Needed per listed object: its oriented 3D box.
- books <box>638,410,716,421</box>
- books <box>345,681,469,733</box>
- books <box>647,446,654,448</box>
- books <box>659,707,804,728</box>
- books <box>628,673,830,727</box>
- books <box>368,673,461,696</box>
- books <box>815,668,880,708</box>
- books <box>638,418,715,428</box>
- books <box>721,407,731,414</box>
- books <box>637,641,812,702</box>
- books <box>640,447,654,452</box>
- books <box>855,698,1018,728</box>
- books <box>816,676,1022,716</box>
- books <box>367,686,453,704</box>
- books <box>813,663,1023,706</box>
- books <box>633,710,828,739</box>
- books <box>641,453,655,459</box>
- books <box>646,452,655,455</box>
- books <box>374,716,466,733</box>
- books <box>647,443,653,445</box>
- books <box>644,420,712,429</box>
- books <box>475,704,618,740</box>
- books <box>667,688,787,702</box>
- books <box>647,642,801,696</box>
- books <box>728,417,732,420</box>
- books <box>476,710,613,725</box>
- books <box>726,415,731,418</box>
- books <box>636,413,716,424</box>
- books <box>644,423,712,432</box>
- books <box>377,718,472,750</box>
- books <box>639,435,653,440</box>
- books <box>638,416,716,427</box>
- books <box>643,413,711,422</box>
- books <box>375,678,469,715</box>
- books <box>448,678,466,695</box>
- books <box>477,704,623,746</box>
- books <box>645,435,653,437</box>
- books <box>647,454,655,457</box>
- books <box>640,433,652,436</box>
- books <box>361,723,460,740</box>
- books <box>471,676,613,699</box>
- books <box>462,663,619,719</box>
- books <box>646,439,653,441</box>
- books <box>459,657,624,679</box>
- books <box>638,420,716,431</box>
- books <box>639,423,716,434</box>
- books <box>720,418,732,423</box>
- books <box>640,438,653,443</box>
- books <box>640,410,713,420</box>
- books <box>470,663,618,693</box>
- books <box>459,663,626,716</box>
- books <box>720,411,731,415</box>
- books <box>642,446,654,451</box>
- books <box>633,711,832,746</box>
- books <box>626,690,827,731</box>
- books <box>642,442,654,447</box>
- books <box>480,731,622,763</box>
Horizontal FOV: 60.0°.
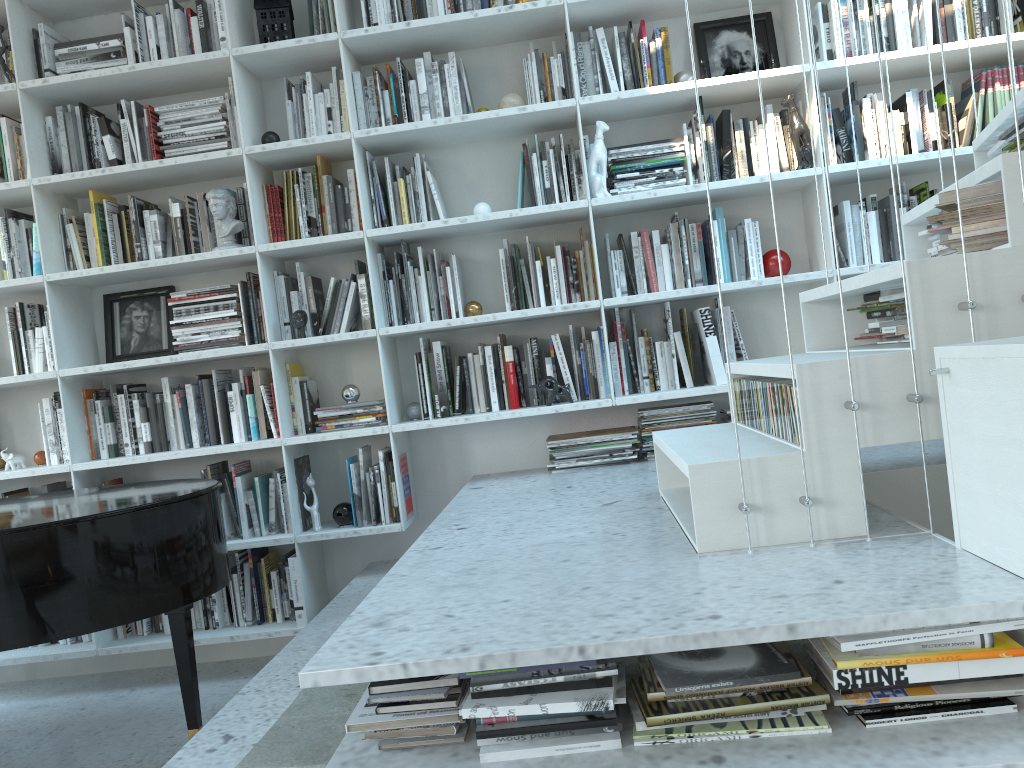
[{"bbox_3d":[0.637,0.121,3.452,0.285,0.005,0.159,-7,1,1],"label":"books"},{"bbox_3d":[-0.167,0.536,1.559,0.184,0.014,0.297,-7,1,3],"label":"books"},{"bbox_3d":[0.650,0.225,3.453,0.254,0.007,0.161,-7,1,0],"label":"books"},{"bbox_3d":[0.336,0.496,1.416,0.214,0.015,0.177,-7,1,5],"label":"books"},{"bbox_3d":[0.333,0.481,1.401,0.273,0.014,0.187,-7,1,-1],"label":"books"},{"bbox_3d":[-0.156,0.489,1.556,0.149,0.014,0.228,-7,1,2],"label":"books"},{"bbox_3d":[0.633,0.464,1.407,0.262,0.016,0.132,-7,1,-1],"label":"books"},{"bbox_3d":[0.638,0.148,3.458,0.285,0.005,0.159,-7,1,5],"label":"books"},{"bbox_3d":[1.004,0.083,3.427,0.368,0.007,0.205,-7,1,6],"label":"books"},{"bbox_3d":[0.331,0.457,1.417,0.245,0.013,0.172,-7,1,3],"label":"books"},{"bbox_3d":[0.650,0.239,3.453,0.285,0.007,0.159,-7,1,0],"label":"books"},{"bbox_3d":[0.634,0.487,1.392,0.220,0.011,0.177,-7,1,2],"label":"books"},{"bbox_3d":[0.634,0.477,1.401,0.259,0.009,0.152,-7,1,1],"label":"books"},{"bbox_3d":[-0.151,0.500,1.556,0.132,0.009,0.269,-7,1,8],"label":"books"},{"bbox_3d":[0.630,0.453,1.381,0.281,0.008,0.181,-7,1,9],"label":"books"},{"bbox_3d":[0.338,0.520,1.412,0.287,0.005,0.165,-7,1,9],"label":"books"},{"bbox_3d":[0.654,0.266,3.464,0.285,0.007,0.159,-7,1,4],"label":"books"},{"bbox_3d":[0.652,0.252,3.463,0.254,0.007,0.161,-7,1,4],"label":"books"},{"bbox_3d":[-0.151,0.554,1.559,0.152,0.015,0.208,-7,1,1],"label":"books"},{"bbox_3d":[0.648,0.211,3.453,0.254,0.007,0.161,-7,1,0],"label":"books"},{"bbox_3d":[0.638,0.153,3.458,0.254,0.006,0.161,-7,1,3],"label":"books"},{"bbox_3d":[0.057,0.519,1.431,0.215,0.013,0.189,-7,1,3],"label":"books"},{"bbox_3d":[0.333,0.469,1.422,0.179,0.010,0.160,-7,1,6],"label":"books"},{"bbox_3d":[0.329,0.446,1.410,0.203,0.011,0.173,-7,1,-1],"label":"books"},{"bbox_3d":[1.008,0.114,3.419,0.328,0.008,0.207,-7,1,9],"label":"books"},{"bbox_3d":[0.056,0.506,1.441,0.210,0.012,0.168,-7,1,5],"label":"books"},{"bbox_3d":[1.007,0.105,3.427,0.328,0.008,0.207,-7,1,6],"label":"books"},{"bbox_3d":[0.635,0.132,3.450,0.285,0.005,0.159,-7,1,0],"label":"books"},{"bbox_3d":[0.640,0.164,3.460,0.254,0.006,0.161,-7,1,4],"label":"books"},{"bbox_3d":[-0.138,0.579,1.559,0.144,0.009,0.249,-7,1,4],"label":"books"},{"bbox_3d":[0.645,0.191,3.449,0.285,0.007,0.159,-7,1,-1],"label":"books"},{"bbox_3d":[0.637,0.143,3.458,0.285,0.005,0.159,-7,1,3],"label":"books"},{"bbox_3d":[0.638,0.126,3.450,0.254,0.006,0.160,-7,1,8],"label":"books"},{"bbox_3d":[-0.144,0.521,1.557,0.137,0.012,0.242,-7,1,5],"label":"books"},{"bbox_3d":[-0.124,0.507,1.555,0.091,0.011,0.190,-7,1,2],"label":"books"},{"bbox_3d":[0.061,0.542,1.450,0.227,0.013,0.148,-7,1,2],"label":"books"},{"bbox_3d":[0.645,0.184,3.458,0.254,0.007,0.161,-7,1,5],"label":"books"},{"bbox_3d":[0.652,0.259,3.454,0.254,0.007,0.160,-7,1,8],"label":"books"},{"bbox_3d":[0.644,0.177,3.459,0.285,0.007,0.159,-7,1,5],"label":"books"},{"bbox_3d":[-0.155,0.569,1.559,0.161,0.014,0.212,-7,1,8],"label":"books"},{"bbox_3d":[0.052,0.467,1.447,0.221,0.018,0.154,-7,1,5],"label":"books"},{"bbox_3d":[0.052,0.484,1.422,0.230,0.015,0.190,-7,1,9],"label":"books"},{"bbox_3d":[0.647,0.197,3.459,0.254,0.007,0.161,-7,1,5],"label":"books"},{"bbox_3d":[0.049,0.441,1.458,0.261,0.016,0.128,-7,1,3],"label":"books"},{"bbox_3d":[0.639,0.159,3.456,0.285,0.005,0.159,-7,1,2],"label":"books"},{"bbox_3d":[0.643,0.170,3.461,0.285,0.007,0.159,-7,1,4],"label":"books"},{"bbox_3d":[1.009,0.121,3.431,0.368,0.007,0.205,-7,1,3],"label":"books"},{"bbox_3d":[0.647,0.204,3.452,0.285,0.007,0.159,-7,1,0],"label":"books"},{"bbox_3d":[0.636,0.116,3.448,0.254,0.006,0.161,-7,1,-1],"label":"books"},{"bbox_3d":[0.049,0.454,1.438,0.228,0.009,0.159,-7,1,0],"label":"books"},{"bbox_3d":[0.055,0.496,1.443,0.260,0.009,0.153,-7,1,7],"label":"books"},{"bbox_3d":[1.004,0.090,3.417,0.367,0.007,0.205,-7,1,-1],"label":"books"},{"bbox_3d":[0.651,0.232,3.451,0.285,0.007,0.159,-7,1,9],"label":"books"},{"bbox_3d":[0.339,0.526,1.413,0.291,0.007,0.174,-7,1,7],"label":"books"},{"bbox_3d":[0.339,0.510,1.432,0.293,0.014,0.133,-7,1,1],"label":"books"},{"bbox_3d":[0.650,0.217,3.457,0.285,0.007,0.159,-7,1,6],"label":"books"},{"bbox_3d":[0.062,0.556,1.436,0.216,0.015,0.177,-7,1,2],"label":"books"}]
